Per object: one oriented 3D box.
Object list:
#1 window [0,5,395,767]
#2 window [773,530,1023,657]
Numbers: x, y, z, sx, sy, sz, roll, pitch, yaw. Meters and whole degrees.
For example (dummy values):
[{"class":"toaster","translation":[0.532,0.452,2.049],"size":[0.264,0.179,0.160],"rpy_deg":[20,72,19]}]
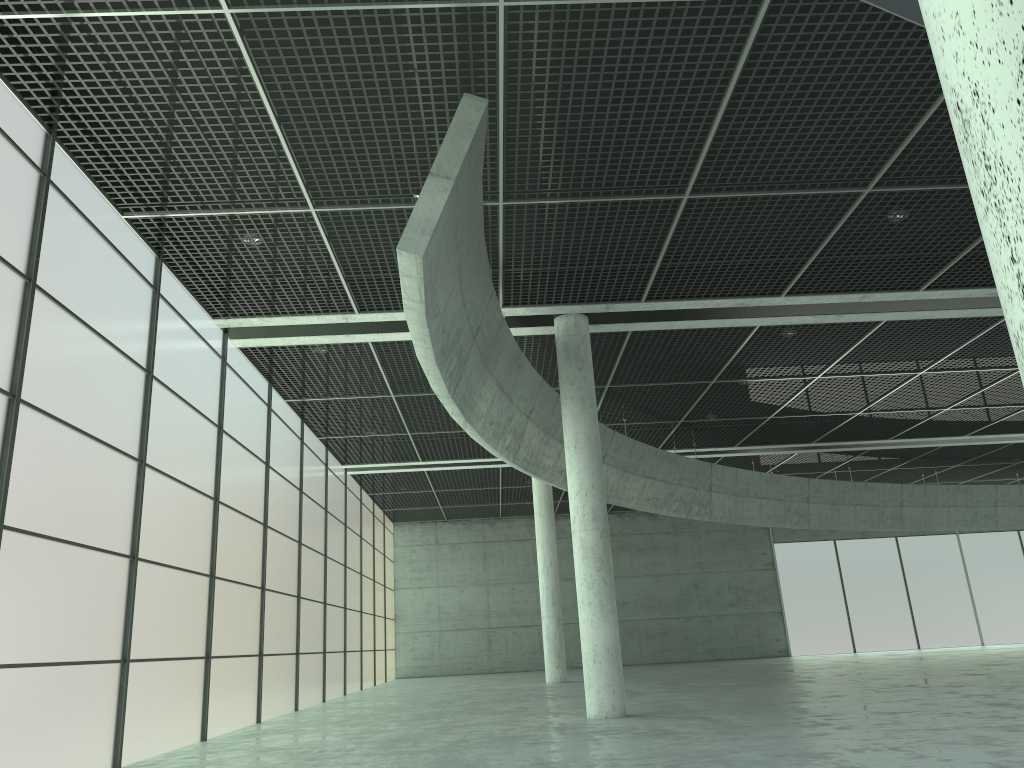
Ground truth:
[{"class":"window","translation":[40.377,1.749,30.605],"size":[100.245,16.077,100.129],"rpy_deg":[-3,-18,-2]},{"class":"window","translation":[39.893,19.831,77.286],"size":[33.349,10.659,0.160],"rpy_deg":[-3,-18,-2]}]
